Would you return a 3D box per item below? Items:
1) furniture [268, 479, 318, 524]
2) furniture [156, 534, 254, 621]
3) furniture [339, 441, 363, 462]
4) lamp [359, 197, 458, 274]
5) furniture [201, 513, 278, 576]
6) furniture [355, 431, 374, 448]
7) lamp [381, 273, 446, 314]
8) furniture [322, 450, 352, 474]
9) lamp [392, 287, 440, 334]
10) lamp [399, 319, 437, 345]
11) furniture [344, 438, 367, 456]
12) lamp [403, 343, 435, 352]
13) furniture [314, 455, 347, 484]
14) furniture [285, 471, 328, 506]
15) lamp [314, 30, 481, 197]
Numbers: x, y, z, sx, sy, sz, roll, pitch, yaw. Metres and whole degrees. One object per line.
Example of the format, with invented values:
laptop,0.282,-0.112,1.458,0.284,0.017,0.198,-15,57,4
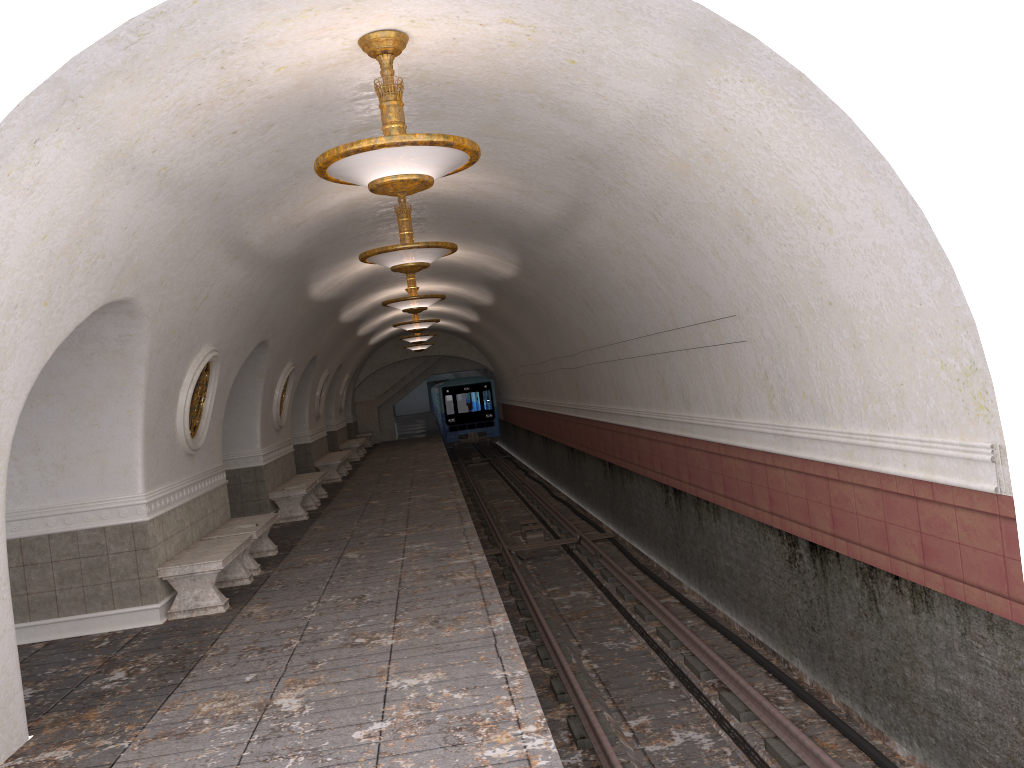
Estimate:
furniture,-3.686,1.990,15.098,0.613,0.508,1.509,-7,0,-6
furniture,-3.090,1.958,9.119,0.613,0.508,1.509,-7,0,-6
furniture,-4.874,2.055,27.023,0.613,0.508,1.509,-7,0,-6
lamp,-1.084,-1.589,9.016,1.008,0.955,1.008,-7,0,-22
furniture,-3.257,1.967,10.792,0.613,0.508,1.509,-7,0,-6
furniture,-5.498,2.090,33.294,0.613,0.508,1.509,-7,0,-6
lamp,-1.566,-1.562,13.855,1.008,0.955,1.008,-7,0,-22
furniture,-4.449,2.032,22.763,0.613,0.508,1.509,-7,0,-6
lamp,-2.044,-1.536,18.661,1.008,0.955,1.008,-7,0,10
lamp,-2.523,-1.510,23.465,1.008,0.955,1.008,-7,0,10
furniture,-5.040,2.065,28.696,0.613,0.508,1.509,-7,0,-6
lamp,-3.002,-1.483,28.271,1.008,0.955,1.008,-7,1,40
furniture,-4.283,2.023,21.090,0.613,0.508,1.509,-7,0,-6
furniture,-3.852,1.999,16.772,0.613,0.508,1.509,-7,0,-6
lamp,-0.722,-1.608,5.380,1.008,0.955,1.008,-7,1,40
